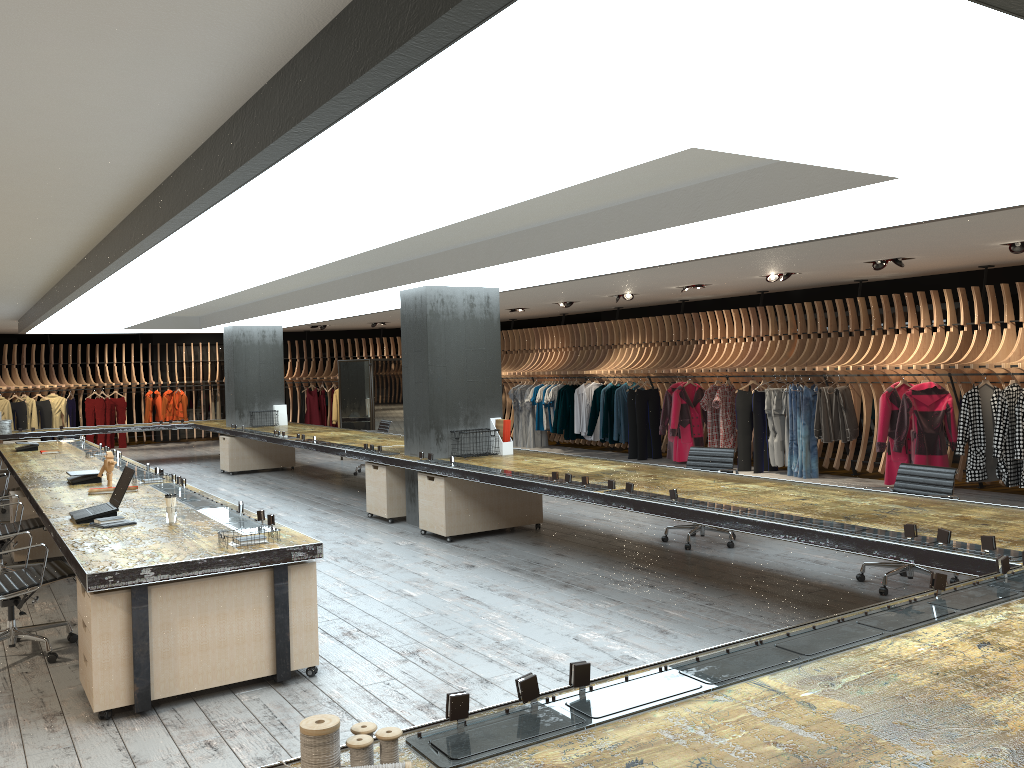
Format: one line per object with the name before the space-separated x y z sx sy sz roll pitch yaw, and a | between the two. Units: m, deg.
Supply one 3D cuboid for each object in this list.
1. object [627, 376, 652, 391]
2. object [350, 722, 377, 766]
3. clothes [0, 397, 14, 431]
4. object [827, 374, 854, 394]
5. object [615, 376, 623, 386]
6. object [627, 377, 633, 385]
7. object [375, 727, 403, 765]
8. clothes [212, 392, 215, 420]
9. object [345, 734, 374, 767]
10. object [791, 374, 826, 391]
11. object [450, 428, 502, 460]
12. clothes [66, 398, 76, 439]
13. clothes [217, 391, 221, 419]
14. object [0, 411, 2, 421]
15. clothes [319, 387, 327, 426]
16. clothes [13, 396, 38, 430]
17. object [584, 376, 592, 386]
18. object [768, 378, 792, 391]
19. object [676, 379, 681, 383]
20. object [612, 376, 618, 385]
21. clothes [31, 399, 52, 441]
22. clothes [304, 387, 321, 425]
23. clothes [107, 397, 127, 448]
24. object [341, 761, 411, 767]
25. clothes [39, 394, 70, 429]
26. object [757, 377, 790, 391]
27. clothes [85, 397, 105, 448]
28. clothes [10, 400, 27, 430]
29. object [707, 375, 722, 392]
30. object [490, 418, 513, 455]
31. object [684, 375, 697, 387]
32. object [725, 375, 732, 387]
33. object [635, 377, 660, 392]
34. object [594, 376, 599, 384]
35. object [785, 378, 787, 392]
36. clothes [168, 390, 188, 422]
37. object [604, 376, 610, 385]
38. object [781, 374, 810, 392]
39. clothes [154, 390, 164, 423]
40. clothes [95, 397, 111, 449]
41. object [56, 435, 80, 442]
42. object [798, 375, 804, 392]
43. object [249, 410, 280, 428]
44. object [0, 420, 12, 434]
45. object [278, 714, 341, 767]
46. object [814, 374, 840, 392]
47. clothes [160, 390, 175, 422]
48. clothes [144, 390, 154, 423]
object | 2.260 -0.005 15.537 0.525 0.270 0.012 -2 0 -7
object | -0.341 0.845 2.048 0.062 0.109 0.062 -1 0 30
clothes | -11.197 0.723 19.410 0.704 0.889 0.250 -1 0 18
object | 4.472 -0.007 12.069 0.547 0.262 0.023 -2 0 -31
object | 1.937 -0.007 16.069 0.525 0.270 0.012 -2 0 -32
object | 2.095 -0.008 15.786 0.525 0.270 0.012 -2 0 -22
object | -0.278 0.844 2.015 0.062 0.109 0.062 -1 0 30
clothes | -7.452 0.674 22.132 0.096 0.988 0.465 -2 0 -20
object | -0.339 0.847 1.977 0.062 0.109 0.062 -1 0 30
object | 4.186 -0.008 12.498 0.548 0.256 0.023 -2 0 -7
object | -0.380 0.621 9.234 0.459 0.289 0.329 -2 1 -34
clothes | -10.226 0.996 20.569 0.087 1.352 0.539 -2 0 -8
clothes | -7.338 0.670 22.172 0.096 0.988 0.465 -2 0 -15
object | -8.947 0.583 15.633 0.262 0.204 0.088 -2 1 -34
clothes | -4.777 0.646 22.309 0.127 1.129 0.443 -2 0 -40
clothes | -10.898 0.706 19.846 0.704 0.889 0.250 -2 0 8
object | 1.456 -0.012 16.810 0.525 0.270 0.012 -2 0 -27
object | 3.908 -0.013 12.906 0.549 0.250 0.023 -2 0 -31
object | 2.767 -0.005 14.713 0.525 0.270 0.012 -2 0 -32
object | 1.862 -0.008 16.153 0.525 0.270 0.012 -2 0 -32
clothes | -10.684 1.022 20.070 0.539 1.352 0.087 -2 0 -8
clothes | -5.021 0.652 22.356 0.444 1.129 0.126 -2 0 -35
clothes | -9.456 0.970 21.183 0.551 1.337 0.093 -2 0 8
object | -0.320 0.857 1.972 0.175 0.089 0.289 -2 1 -16
clothes | -10.496 0.684 20.290 0.705 0.889 0.250 -2 0 -12
object | 3.857 -0.018 12.988 0.549 0.243 0.023 -2 0 4
clothes | -9.824 0.986 20.915 0.551 1.337 0.093 -2 0 13
clothes | -11.006 1.039 19.665 0.539 1.352 0.087 -2 0 2
object | 3.244 -0.005 13.957 0.525 0.270 0.012 -2 0 -32
object | -0.111 0.557 9.472 0.129 0.383 0.239 -2 0 -32
object | 2.917 -0.006 14.517 0.525 0.270 0.012 -2 0 -22
object | 3.353 0.003 13.773 0.015 0.286 0.524 -2 1 43
object | 2.348 -0.005 15.379 0.525 0.270 0.012 -2 0 -27
object | 1.582 -0.012 16.612 0.525 0.270 0.012 -2 0 -32
object | 3.965 -0.017 12.814 0.023 0.243 0.549 -2 1 19
clothes | -8.210 0.575 21.848 0.839 0.881 0.201 -1 0 38
object | 1.757 -0.007 16.328 0.525 0.270 0.012 -2 0 -27
object | 4.054 -0.016 12.683 0.549 0.243 0.023 -2 0 -26
clothes | -8.651 0.590 21.712 0.201 0.881 0.839 -2 1 -27
clothes | -9.692 0.980 21.015 0.551 1.337 0.093 -1 0 28
object | -6.673 0.823 13.331 0.302 0.074 0.217 -2 1 -38
object | 4.105 -0.014 12.589 0.023 0.243 0.549 -2 1 29
object | -4.328 0.611 15.497 0.459 0.289 0.329 -2 1 -29
object | -9.003 0.763 15.659 0.303 0.239 0.497 -2 1 -32
object | -0.467 0.843 2.019 0.088 0.204 0.262 -2 1 -34
object | 4.345 -0.016 12.216 0.549 0.243 0.023 -2 0 -31
clothes | -8.441 0.583 21.762 0.201 0.881 0.839 -2 1 -2
clothes | -8.830 0.598 21.559 0.201 0.881 0.839 -2 1 -17
